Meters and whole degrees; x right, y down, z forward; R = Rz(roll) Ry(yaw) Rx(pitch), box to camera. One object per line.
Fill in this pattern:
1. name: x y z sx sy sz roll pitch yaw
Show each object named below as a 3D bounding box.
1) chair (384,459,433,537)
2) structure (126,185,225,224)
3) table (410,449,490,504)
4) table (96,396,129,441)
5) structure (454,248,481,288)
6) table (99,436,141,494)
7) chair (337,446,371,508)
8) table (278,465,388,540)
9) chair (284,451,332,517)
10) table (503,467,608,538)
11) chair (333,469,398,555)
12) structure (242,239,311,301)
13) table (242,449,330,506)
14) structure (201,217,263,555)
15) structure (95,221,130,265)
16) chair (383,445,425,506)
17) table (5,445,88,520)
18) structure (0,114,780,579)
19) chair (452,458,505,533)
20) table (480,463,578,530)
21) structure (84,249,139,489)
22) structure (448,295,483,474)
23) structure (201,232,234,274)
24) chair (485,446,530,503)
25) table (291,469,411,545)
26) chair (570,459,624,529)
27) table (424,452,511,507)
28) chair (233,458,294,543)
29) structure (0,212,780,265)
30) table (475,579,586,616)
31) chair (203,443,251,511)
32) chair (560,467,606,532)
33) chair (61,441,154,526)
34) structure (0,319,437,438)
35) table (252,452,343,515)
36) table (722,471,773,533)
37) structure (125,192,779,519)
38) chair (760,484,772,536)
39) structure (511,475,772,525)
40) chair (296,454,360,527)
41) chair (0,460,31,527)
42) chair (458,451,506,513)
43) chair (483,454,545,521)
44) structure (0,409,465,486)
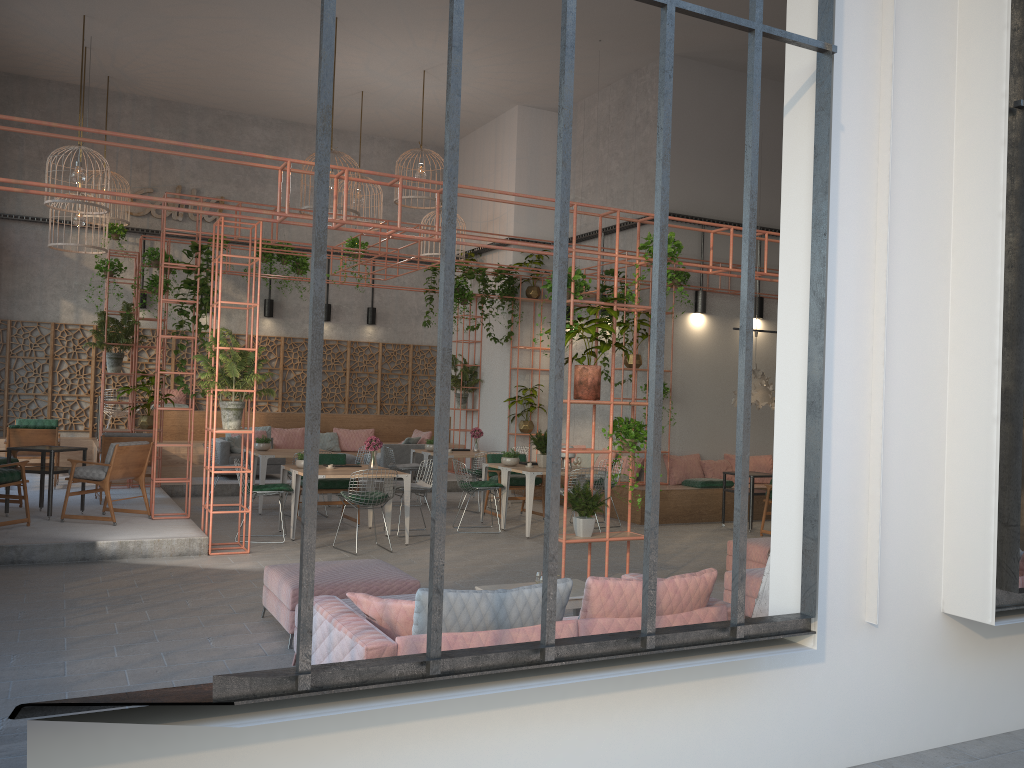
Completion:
1. chair: -1.273 1.426 11.277 0.717 0.941 0.565 2 -1 -26
2. structure: -6.524 -3.523 17.258 1.807 0.695 0.087 2 -1 -27
3. table: -1.018 1.532 14.815 1.205 0.830 0.694 2 -1 -27
4. table: -7.191 0.621 16.081 0.602 0.798 0.635 2 -1 -27
5. structure: -0.976 -2.343 17.892 0.903 0.803 0.934 1 -1 35
6. table: -5.685 1.174 12.931 0.602 0.798 0.635 2 -1 -27
7. chair: -2.519 1.421 13.830 0.717 0.941 0.565 2 -1 -26
8. table: -2.207 1.447 11.021 1.205 0.830 0.694 2 -1 -27
9. chair: -2.886 1.389 12.516 0.565 0.941 0.717 2 -1 -31
10. table: 0.584 1.540 11.681 1.214 0.830 0.694 2 -1 -27
11. chair: -1.640 1.393 9.963 0.565 0.941 0.717 2 -1 -31
12. structure: -4.566 -2.294 17.312 1.434 1.290 0.670 2 -1 -27
13. table: -3.453 1.430 13.574 1.205 0.830 0.694 2 -1 -27
14. structure: -3.077 0.012 9.721 0.424 3.602 0.624 2 -1 -27
15. structure: -7.196 -2.563 16.025 0.605 0.972 0.587 2 -1 -29
16. chair: -1.734 1.454 14.222 0.717 0.941 0.565 2 -1 -11
17. table: -5.464 1.144 10.400 0.635 0.798 0.602 2 -1 13
18. structure: 3.155 0.176 7.699 14.689 4.247 4.157 2 -1 -27
19. chair: -0.452 1.460 11.706 0.717 0.941 0.565 2 -1 -11
20. table: 0.264 1.538 12.300 1.205 0.830 0.694 2 -1 -27
21. structure: -6.146 -0.237 13.479 0.722 3.623 0.748 2 -1 -27
22. structure: -0.962 0.005 17.983 0.424 3.596 0.624 2 -1 -27
23. structure: -5.604 -2.496 16.836 0.605 0.972 0.587 2 -1 -29
24. chair: -0.084 1.523 15.071 0.717 0.941 0.565 2 -1 -26
25. table: -1.887 1.448 10.402 1.214 0.830 0.694 2 -1 -27
26. chair: 1.198 1.530 12.556 0.717 0.941 0.565 2 -1 -26
27. table: -0.698 1.534 14.196 1.214 0.830 0.694 2 -1 -27
28. chair: -2.923 1.356 10.427 0.717 0.941 0.565 2 -1 -11
29. structure: 0.614 -2.709 12.299 15.203 0.110 15.603 2 -1 -27
30. table: 0.219 1.652 6.137 0.916 0.455 0.520 2 -1 -27
31. chair: -4.169 1.351 12.980 0.717 0.941 0.565 2 -1 -11
32. chair: 0.831 1.497 11.242 0.565 0.941 0.717 2 -1 -31
33. chair: -4.633 1.114 10.216 0.685 0.914 0.722 2 -1 13
34. structure: -5.346 0.055 17.879 9.782 2.103 0.132 2 -1 -27
35. table: -3.134 1.431 12.957 1.214 0.830 0.694 2 -1 -27
36. table: 3.452 1.689 12.790 0.602 0.798 0.635 2 -1 -27
37. structure: 1.164 -0.340 15.156 14.096 4.345 4.501 2 -1 -28
38. chair: 3.870 1.623 11.958 0.722 0.929 0.685 2 -1 -27
39. structure: 3.460 1.884 16.044 5.831 0.500 4.386 2 -1 -27
40. chair: -2.445 1.396 11.715 0.722 0.917 0.685 2 -1 -27
41. chair: -5.629 1.067 9.368 0.722 0.914 0.685 2 -1 13
42. chair: -0.451 1.491 13.758 0.565 0.941 0.717 2 -1 -31
43. chair: 0.026 1.500 12.993 0.722 0.917 0.685 2 -1 -27
44. structure: -4.890 1.096 16.240 9.152 1.111 3.396 2 -1 -27
